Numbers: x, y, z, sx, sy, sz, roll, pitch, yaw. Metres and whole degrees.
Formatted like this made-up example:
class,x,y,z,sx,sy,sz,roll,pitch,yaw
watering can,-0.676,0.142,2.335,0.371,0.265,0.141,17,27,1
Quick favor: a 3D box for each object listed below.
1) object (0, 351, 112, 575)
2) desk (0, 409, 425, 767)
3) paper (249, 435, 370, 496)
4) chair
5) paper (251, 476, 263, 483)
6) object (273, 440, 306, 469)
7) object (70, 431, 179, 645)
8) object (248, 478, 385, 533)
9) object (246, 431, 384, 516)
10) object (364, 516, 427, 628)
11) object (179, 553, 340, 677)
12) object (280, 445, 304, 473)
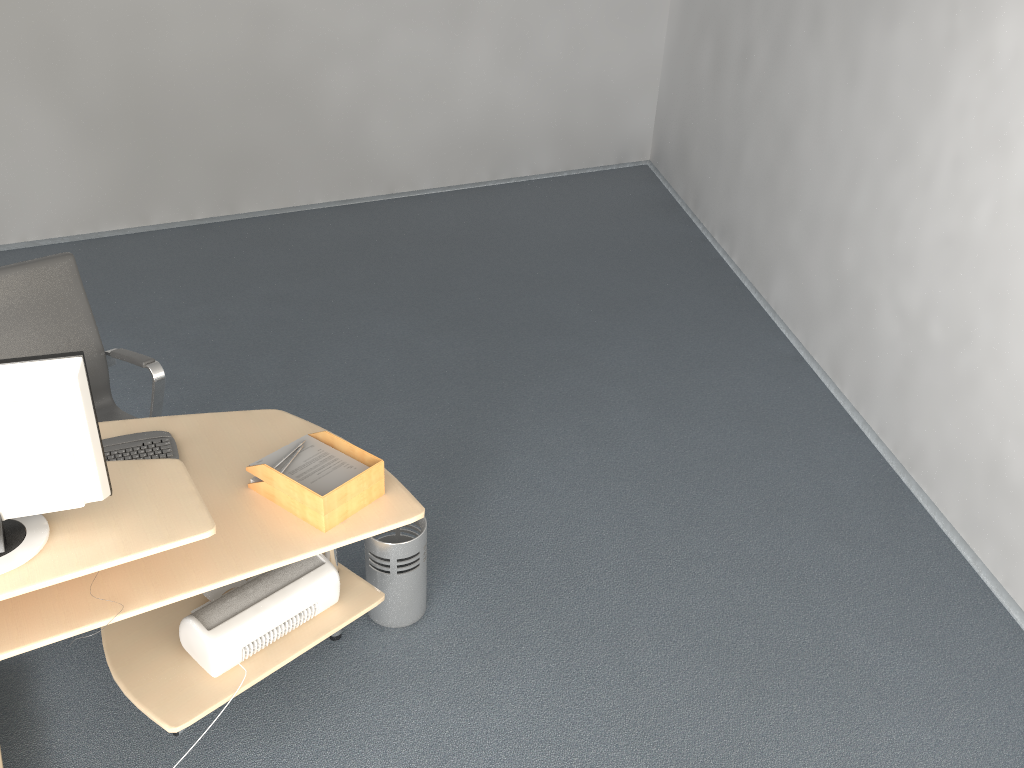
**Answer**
class,x,y,z,sx,sy,sz,roll,pitch,yaw
object,-1.170,0.177,1.881,0.516,0.418,0.245,-2,30,-10
desk,-1.101,0.260,2.387,1.469,1.566,0.967,-15,34,-29
paper,-0.544,0.238,2.447,0.297,0.010,0.210,23,35,30
chair,-1.506,0.188,2.997,0.652,1.048,0.584,28,37,36
paper,-0.547,0.283,2.472,0.297,0.019,0.210,23,35,30
object,-0.625,0.196,2.494,0.008,0.009,0.159,14,31,17
object,-1.086,0.377,2.307,0.478,0.082,0.814,-10,32,-23
object,-0.545,0.272,2.465,0.309,0.060,0.225,23,35,30
object,-0.542,0.224,2.438,0.309,0.060,0.225,23,35,30
object,-0.397,0.627,3.038,0.208,0.377,0.208,8,30,8
object,-0.788,0.619,2.638,0.351,0.162,0.438,26,37,34
object,-0.614,0.211,2.470,0.008,0.009,0.159,9,30,10
